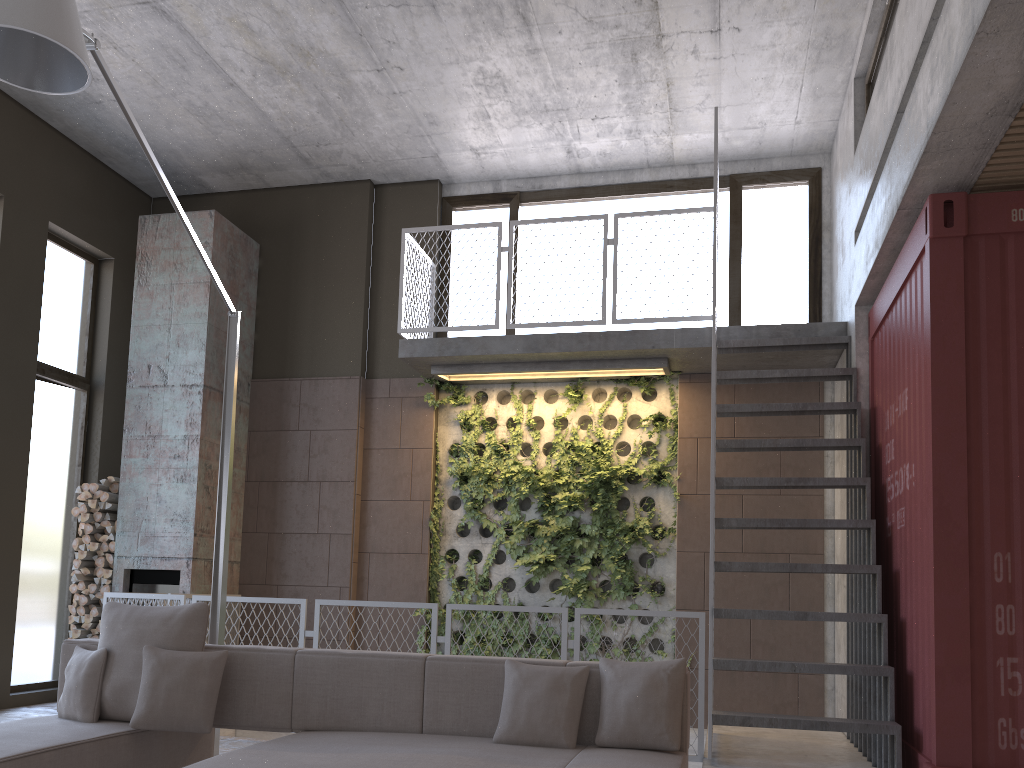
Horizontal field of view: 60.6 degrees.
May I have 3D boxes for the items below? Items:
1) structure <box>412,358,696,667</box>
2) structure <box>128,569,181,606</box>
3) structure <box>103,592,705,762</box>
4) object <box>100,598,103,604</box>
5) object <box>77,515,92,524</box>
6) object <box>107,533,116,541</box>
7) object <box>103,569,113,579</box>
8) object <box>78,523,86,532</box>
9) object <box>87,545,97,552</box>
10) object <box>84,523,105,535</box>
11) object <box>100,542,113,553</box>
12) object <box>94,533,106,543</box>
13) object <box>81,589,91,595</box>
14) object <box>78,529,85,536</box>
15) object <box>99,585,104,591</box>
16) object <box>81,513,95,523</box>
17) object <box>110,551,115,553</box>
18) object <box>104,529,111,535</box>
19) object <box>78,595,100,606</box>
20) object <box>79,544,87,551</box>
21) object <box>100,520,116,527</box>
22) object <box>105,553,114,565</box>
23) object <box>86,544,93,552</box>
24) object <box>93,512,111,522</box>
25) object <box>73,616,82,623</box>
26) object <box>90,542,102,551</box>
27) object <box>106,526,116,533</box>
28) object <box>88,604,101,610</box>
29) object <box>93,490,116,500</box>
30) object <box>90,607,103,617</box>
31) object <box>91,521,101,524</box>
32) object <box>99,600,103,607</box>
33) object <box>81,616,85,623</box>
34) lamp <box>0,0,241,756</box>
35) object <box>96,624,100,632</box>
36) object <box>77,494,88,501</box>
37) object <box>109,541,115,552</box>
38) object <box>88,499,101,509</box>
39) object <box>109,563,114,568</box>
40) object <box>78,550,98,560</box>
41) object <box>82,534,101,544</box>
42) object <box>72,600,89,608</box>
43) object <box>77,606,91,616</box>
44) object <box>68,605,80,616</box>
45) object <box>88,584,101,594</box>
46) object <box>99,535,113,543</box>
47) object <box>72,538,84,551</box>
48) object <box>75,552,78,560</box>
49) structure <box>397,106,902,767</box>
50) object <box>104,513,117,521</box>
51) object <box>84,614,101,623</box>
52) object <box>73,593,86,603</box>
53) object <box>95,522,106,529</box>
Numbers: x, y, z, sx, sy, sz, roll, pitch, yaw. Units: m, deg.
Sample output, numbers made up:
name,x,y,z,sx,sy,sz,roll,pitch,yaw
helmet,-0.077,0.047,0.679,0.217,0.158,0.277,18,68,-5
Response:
name,x,y,z,sx,sy,sz,roll,pitch,yaw
structure,0.350,1.465,7.883,2.628,3.751,1.022,0,-6,14
structure,-3.213,2.143,7.926,0.576,0.911,0.057,0,-6,14
structure,-0.717,2.202,6.979,4.428,0.916,1.972,-1,-13,13
object,-3.672,2.035,8.168,0.066,0.083,0.435,0,-13,11
object,-3.924,1.289,8.264,0.067,0.066,0.433,0,-14,12
object,-3.622,1.446,8.223,0.071,0.071,0.433,0,-14,12
object,-3.614,1.779,8.182,0.093,0.082,0.491,0,-14,12
object,-3.945,1.369,8.281,0.101,0.100,0.299,-1,-13,14
object,-3.786,1.546,8.228,0.115,0.078,0.445,-1,-14,12
object,-3.864,1.365,8.215,0.098,0.104,0.301,-1,-13,14
object,-3.680,1.546,8.242,0.091,0.087,0.466,0,-14,12
object,-3.790,1.470,8.292,0.101,0.085,0.371,0,-13,12
object,-3.870,1.942,8.190,0.089,0.055,0.340,-1,-14,12
object,-3.949,1.395,8.191,0.045,0.071,0.257,0,-13,13
object,-3.695,1.910,8.203,0.067,0.069,0.433,0,-14,12
object,-3.850,1.277,8.246,0.093,0.082,0.491,0,-14,12
object,-3.606,1.532,8.182,0.101,0.100,0.299,-1,-13,14
object,-3.724,1.420,8.317,0.104,0.100,0.299,0,-13,12
object,-3.884,2.009,8.155,0.098,0.104,0.301,-1,-13,14
object,-3.919,1.557,8.280,0.067,0.065,0.433,0,-14,12
object,-3.687,1.325,8.231,0.122,0.066,0.372,-1,-14,14
object,-3.631,1.642,8.164,0.088,0.106,0.374,0,-13,13
object,-3.840,1.556,8.261,0.067,0.066,0.433,0,-14,12
object,-3.750,1.271,8.250,0.091,0.087,0.466,0,-13,11
object,-3.939,2.200,8.220,0.067,0.065,0.433,0,-14,12
object,-3.766,1.544,8.243,0.093,0.082,0.491,0,-14,12
object,-3.652,1.391,8.229,0.066,0.083,0.435,0,-13,11
object,-3.810,2.113,8.232,0.101,0.085,0.371,0,-13,12
object,-3.758,1.061,8.222,0.104,0.082,0.371,-1,-13,12
object,-3.725,2.118,8.155,0.091,0.087,0.466,-1,-14,14
object,-3.849,1.298,8.250,0.089,0.055,0.340,-1,-14,12
object,-3.744,2.063,8.256,0.104,0.100,0.299,0,-13,12
object,-3.860,2.200,8.201,0.067,0.066,0.433,0,-14,12
lamp,-1.713,0.342,4.300,0.756,3.358,2.683,2,-9,1
object,-3.682,2.262,8.170,0.091,0.087,0.466,0,-14,12
object,-3.943,1.096,8.314,0.122,0.067,0.372,-1,-14,14
object,-3.596,1.535,8.218,0.091,0.090,0.447,0,-13,12
object,-3.789,1.155,8.257,0.094,0.081,0.491,0,-14,12
object,-3.638,1.705,8.231,0.101,0.085,0.371,0,-13,12
object,-3.859,1.613,8.213,0.093,0.082,0.491,0,-14,12
object,-3.872,1.481,8.283,0.092,0.091,0.447,0,-13,12
object,-3.969,2.039,8.130,0.045,0.071,0.257,0,-13,13
object,-3.892,2.124,8.223,0.092,0.091,0.447,0,-13,12
object,-3.990,2.122,8.202,0.088,0.106,0.374,0,-13,13
object,-3.770,1.914,8.189,0.091,0.087,0.466,0,-13,11
object,-3.694,1.477,8.257,0.115,0.078,0.445,-1,-14,12
object,-3.989,1.522,8.262,0.064,0.122,0.372,0,-13,12
object,-3.932,1.626,8.232,0.067,0.066,0.433,0,-14,12
structure,0.685,0.620,6.715,3.684,4.235,3.098,0,-9,13
object,-3.675,1.266,8.263,0.067,0.069,0.433,0,-14,12
object,-3.787,2.188,8.182,0.093,0.082,0.491,0,-14,12
object,-3.966,2.012,8.220,0.101,0.100,0.299,-1,-13,14
object,-3.786,1.341,8.258,0.064,0.073,0.368,0,-13,12
